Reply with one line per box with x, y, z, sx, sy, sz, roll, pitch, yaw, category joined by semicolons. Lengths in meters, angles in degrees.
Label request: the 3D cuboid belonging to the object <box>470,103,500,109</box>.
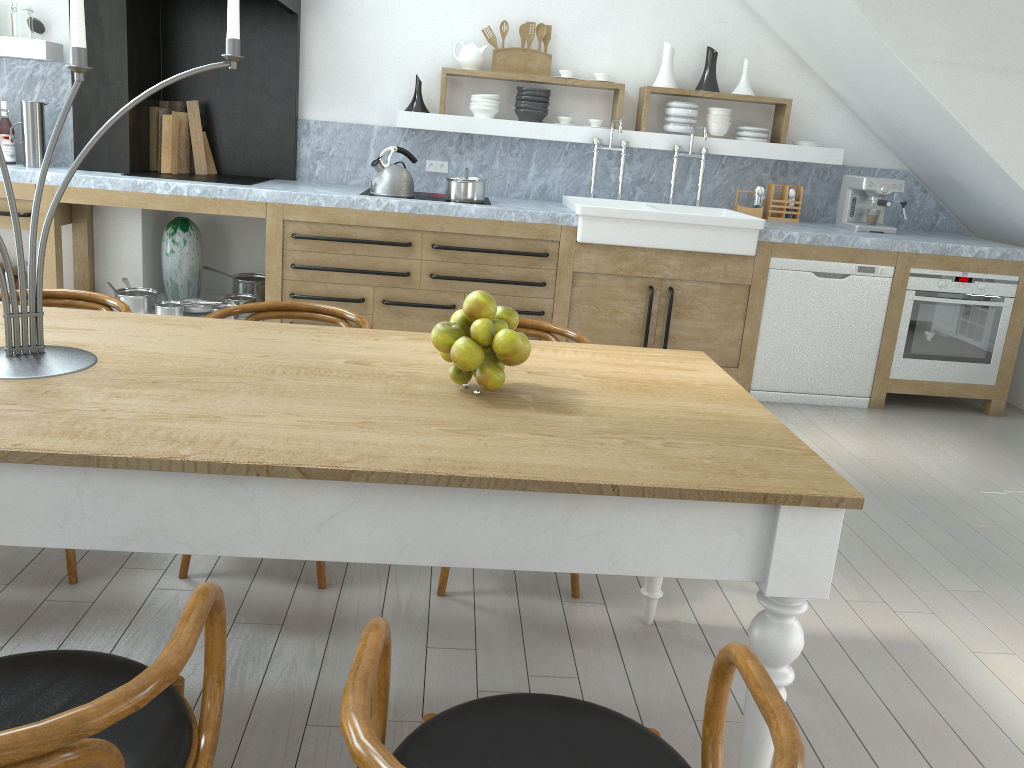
-0.167;-1.654;5.335;0.182;0.065;0.182;15;18;32;object

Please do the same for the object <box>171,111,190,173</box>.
-1.931;-1.391;5.142;0.072;0.364;0.131;8;15;13;object

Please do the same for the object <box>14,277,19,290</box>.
-3.003;-0.572;4.992;0.437;0.091;0.092;3;15;-7;object

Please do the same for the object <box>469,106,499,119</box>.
-0.168;-1.632;5.341;0.181;0.063;0.182;10;16;17;object

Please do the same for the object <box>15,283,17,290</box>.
-3.001;-0.541;4.909;0.455;0.089;0.091;3;15;-7;object

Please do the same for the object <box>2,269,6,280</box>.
-2.998;-0.605;4.875;0.435;0.079;0.115;3;15;-7;object

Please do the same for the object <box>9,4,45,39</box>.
-2.558;-1.907;4.666;0.103;0.176;0.208;9;16;17;object

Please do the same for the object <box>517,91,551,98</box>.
0.128;-1.716;5.340;0.205;0.083;0.207;11;17;22;object

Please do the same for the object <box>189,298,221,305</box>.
-1.755;-0.468;5.074;0.169;0.035;0.061;4;15;-4;object

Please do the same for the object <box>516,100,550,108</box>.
0.121;-1.669;5.343;0.206;0.086;0.206;17;19;36;object

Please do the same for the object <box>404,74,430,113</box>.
-0.563;-1.740;5.310;0.156;0.217;0.157;-1;16;-23;object

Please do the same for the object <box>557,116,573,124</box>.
0.322;-1.602;5.401;0.098;0.048;0.099;3;15;-7;object

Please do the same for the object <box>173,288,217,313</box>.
-1.836;-0.482;5.096;0.263;0.052;0.511;-3;17;-27;object

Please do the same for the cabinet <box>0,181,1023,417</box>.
-0.350;-0.515;5.233;6.427;1.015;1.011;4;15;-4;cabinet

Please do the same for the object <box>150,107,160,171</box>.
-2.057;-1.409;5.099;0.057;0.356;0.075;7;14;9;object

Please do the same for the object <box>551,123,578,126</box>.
0.320;-1.579;5.407;0.164;0.012;0.165;8;16;12;object

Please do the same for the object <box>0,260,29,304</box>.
-2.960;-0.565;4.830;0.527;0.230;0.432;3;15;-7;object

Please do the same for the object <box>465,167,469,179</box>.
-0.266;-1.130;4.989;0.051;0.165;0.237;3;15;-9;object

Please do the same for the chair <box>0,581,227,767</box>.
-0.684;0.611;1.179;0.527;0.730;0.626;3;15;-9;chair

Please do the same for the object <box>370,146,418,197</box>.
-0.658;-1.183;4.912;0.246;0.266;0.248;6;15;5;object

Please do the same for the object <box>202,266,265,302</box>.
-1.657;-0.608;5.473;0.457;0.196;0.269;13;17;29;object

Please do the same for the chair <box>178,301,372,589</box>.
-0.732;0.153;2.810;0.527;0.730;0.626;5;15;-1;chair

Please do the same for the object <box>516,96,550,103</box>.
0.123;-1.691;5.343;0.205;0.072;0.207;0;16;-16;object

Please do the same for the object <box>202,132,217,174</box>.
-1.816;-1.369;5.268;0.113;0.250;0.058;5;14;-1;object

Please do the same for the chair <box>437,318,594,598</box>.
-0.011;0.202;2.856;0.527;0.730;0.626;3;15;-8;chair

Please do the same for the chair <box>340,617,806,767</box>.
0.040;0.676;1.168;0.527;0.730;0.626;4;15;-2;chair

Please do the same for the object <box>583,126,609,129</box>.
0.511;-1.567;5.422;0.164;0.012;0.165;8;16;12;object

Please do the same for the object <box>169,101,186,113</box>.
-1.984;-1.439;5.256;0.089;0.455;0.111;4;14;-4;object

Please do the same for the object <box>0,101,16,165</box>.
-2.716;-1.345;4.757;0.081;0.327;0.082;11;15;22;object

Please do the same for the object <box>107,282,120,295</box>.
-2.097;-0.473;4.809;0.190;0.151;0.052;4;14;-4;object

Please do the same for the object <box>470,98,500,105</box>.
-0.162;-1.677;5.330;0.181;0.068;0.182;8;16;12;object

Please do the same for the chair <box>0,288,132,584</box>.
-1.453;0.123;2.696;0.527;0.730;0.626;3;15;-8;chair

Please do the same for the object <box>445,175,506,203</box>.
-0.186;-1.091;4.969;0.394;0.169;0.234;-2;16;-24;object

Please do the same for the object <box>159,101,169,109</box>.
-2.056;-1.458;5.256;0.068;0.422;0.089;7;14;9;object

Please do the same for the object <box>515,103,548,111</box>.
0.116;-1.644;5.355;0.206;0.086;0.206;15;18;32;object

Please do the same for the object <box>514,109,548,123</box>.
0.114;-1.619;5.361;0.205;0.072;0.207;0;16;-16;object

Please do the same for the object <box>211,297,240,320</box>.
-1.562;-0.397;4.880;0.153;0.112;0.263;4;15;-5;object

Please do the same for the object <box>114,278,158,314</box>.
-2.075;-0.473;4.921;0.223;0.163;0.381;1;16;-15;object

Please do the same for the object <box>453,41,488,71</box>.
-0.249;-1.953;5.284;0.168;0.168;0.175;-1;16;-20;object

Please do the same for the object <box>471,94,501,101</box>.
-0.158;-1.704;5.323;0.181;0.075;0.181;15;18;32;object

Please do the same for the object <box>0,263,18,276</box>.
-2.984;-0.649;4.945;0.422;0.072;0.072;3;15;-7;object

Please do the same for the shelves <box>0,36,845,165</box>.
-0.663;-2.167;5.046;5.548;1.352;0.483;2;14;-10;shelves

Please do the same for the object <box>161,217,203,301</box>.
-1.954;-0.737;5.256;0.231;0.495;0.231;15;18;35;object

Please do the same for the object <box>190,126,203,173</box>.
-1.897;-1.389;5.277;0.105;0.294;0.111;-3;16;-29;object

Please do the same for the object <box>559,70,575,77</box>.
0.329;-1.860;5.336;0.098;0.048;0.099;3;15;-7;object

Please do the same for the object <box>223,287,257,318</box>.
-1.528;-0.467;5.112;0.182;0.133;0.310;10;16;19;object

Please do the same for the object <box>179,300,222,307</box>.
-1.758;-0.453;5.001;0.247;0.045;0.041;3;15;-6;object

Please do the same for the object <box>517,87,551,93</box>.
0.129;-1.744;5.336;0.205;0.079;0.207;4;15;-2;object

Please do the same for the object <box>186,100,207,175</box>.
-1.825;-1.433;5.169;0.148;0.424;0.079;13;16;30;object

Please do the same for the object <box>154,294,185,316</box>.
-1.862;-0.410;4.837;0.153;0.112;0.263;1;16;-15;object

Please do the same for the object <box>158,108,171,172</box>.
-2.000;-1.396;5.091;0.068;0.364;0.132;7;14;9;object

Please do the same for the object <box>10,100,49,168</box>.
-2.555;-1.326;4.708;0.164;0.337;0.115;5;14;-1;object

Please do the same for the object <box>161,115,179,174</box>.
-1.940;-1.355;5.027;0.081;0.334;0.149;1;15;-14;object

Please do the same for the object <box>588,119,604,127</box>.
0.513;-1.590;5.416;0.098;0.048;0.099;3;15;-7;object

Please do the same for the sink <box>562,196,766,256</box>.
0.822;-0.908;5.051;1.020;0.200;0.732;4;15;-4;sink
